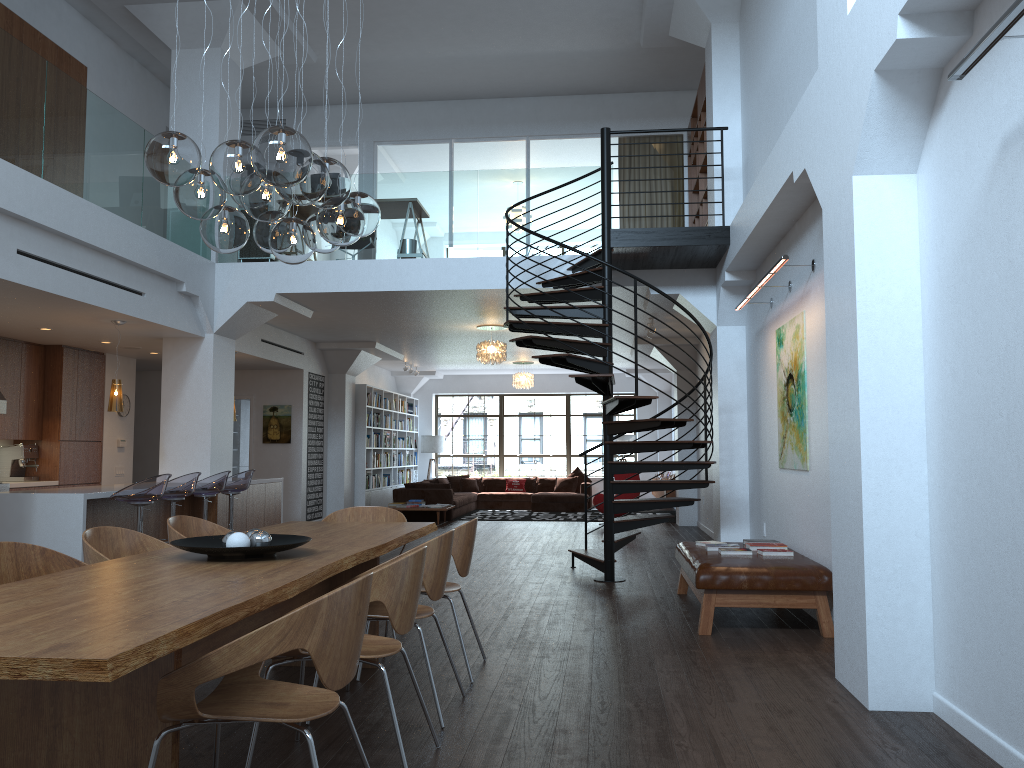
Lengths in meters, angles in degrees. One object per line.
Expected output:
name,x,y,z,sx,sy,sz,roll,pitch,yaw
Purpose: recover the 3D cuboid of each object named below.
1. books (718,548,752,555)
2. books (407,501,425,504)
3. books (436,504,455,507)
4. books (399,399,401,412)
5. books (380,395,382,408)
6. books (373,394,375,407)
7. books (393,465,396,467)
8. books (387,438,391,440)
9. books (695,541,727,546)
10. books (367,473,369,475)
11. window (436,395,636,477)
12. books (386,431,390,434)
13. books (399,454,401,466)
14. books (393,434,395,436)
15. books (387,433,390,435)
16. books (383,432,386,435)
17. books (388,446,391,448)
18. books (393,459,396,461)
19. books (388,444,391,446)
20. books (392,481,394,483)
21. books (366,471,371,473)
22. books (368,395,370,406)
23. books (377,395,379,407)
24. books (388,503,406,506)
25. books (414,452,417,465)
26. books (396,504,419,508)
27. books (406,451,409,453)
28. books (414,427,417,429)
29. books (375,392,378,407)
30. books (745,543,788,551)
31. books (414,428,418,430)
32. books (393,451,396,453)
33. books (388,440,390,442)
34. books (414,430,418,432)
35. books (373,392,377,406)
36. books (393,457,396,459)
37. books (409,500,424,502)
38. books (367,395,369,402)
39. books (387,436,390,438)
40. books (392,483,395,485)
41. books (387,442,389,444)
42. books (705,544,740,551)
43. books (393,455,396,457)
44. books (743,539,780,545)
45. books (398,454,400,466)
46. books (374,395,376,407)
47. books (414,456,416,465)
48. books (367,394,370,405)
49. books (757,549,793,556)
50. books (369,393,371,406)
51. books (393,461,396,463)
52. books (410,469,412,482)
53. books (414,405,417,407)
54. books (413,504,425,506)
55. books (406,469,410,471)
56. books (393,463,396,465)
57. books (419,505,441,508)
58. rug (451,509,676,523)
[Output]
books,1.646,1.235,6.541,0.224,0.032,0.161,0,-4,6
books,-1.672,2.066,15.456,0.279,0.035,0.191,-1,-5,16
books,-1.190,2.093,15.332,0.256,0.035,0.350,-3,-5,31
books,-2.423,0.453,18.644,0.176,0.290,0.053,0,-4,6
books,-2.588,0.339,16.924,0.182,0.255,0.077,0,-4,6
books,-2.643,0.304,16.432,0.170,0.251,0.118,0,-4,6
books,-2.499,1.659,18.036,0.246,0.038,0.171,0,-4,6
books,-2.530,1.087,17.634,0.183,0.042,0.253,0,-4,6
books,1.599,1.285,7.131,0.161,0.031,0.223,1,-5,-16
books,-2.681,1.622,15.976,0.174,0.045,0.240,0,-4,-5
window,0.530,1.211,20.638,4.648,1.905,0.114,0,-4,6
books,-2.521,0.964,17.661,0.129,0.043,0.185,-2,-5,20
books,-2.412,1.586,18.485,0.182,0.253,0.098,0,-4,6
books,-2.488,1.033,17.984,0.223,0.031,0.161,0,-4,6
books,-2.527,0.998,17.662,0.144,0.024,0.208,-1,-4,11
books,-2.556,0.966,17.253,0.174,0.045,0.240,0,-4,5
books,-2.525,1.251,17.618,0.171,0.039,0.246,0,-4,6
books,-2.490,1.542,18.058,0.231,0.044,0.168,0,-4,1
books,-2.528,1.212,17.619,0.160,0.039,0.251,-1,-4,11
books,-2.536,1.991,17.984,0.284,0.033,0.197,1,-4,-9
books,-2.675,1.584,15.956,0.223,0.027,0.161,-1,-5,15
books,-2.669,0.292,16.116,0.161,0.222,0.084,0,-4,6
books,-2.602,0.327,16.736,0.182,0.253,0.098,0,-4,6
books,-1.989,2.096,15.422,0.241,0.045,0.334,-1,-4,7
books,-2.248,1.694,20.140,0.176,0.290,0.053,0,-4,6
books,-1.779,2.072,15.057,0.236,0.035,0.340,-3,-5,31
books,-2.363,1.468,19.176,0.224,0.030,0.161,-1,-5,16
books,-2.299,0.990,20.013,0.254,0.032,0.174,-4,-6,41
books,-2.629,0.300,16.636,0.197,0.290,0.136,0,-4,6
books,1.955,1.253,6.816,0.283,0.043,0.197,0,-4,5
books,-2.301,1.024,20.015,0.284,0.033,0.197,-2,-5,21
books,-2.478,1.380,18.054,0.185,0.041,0.129,-2,-5,20
books,-2.537,1.129,17.636,0.168,0.045,0.231,0,-4,1
books,-2.301,1.058,20.013,0.284,0.035,0.197,-3,-5,36
books,-2.631,0.294,16.574,0.176,0.293,0.125,0,-4,6
books,-2.495,1.501,18.053,0.253,0.040,0.183,0,-4,6
books,-1.667,2.035,15.456,0.224,0.027,0.157,-1,-4,11
books,-2.690,0.292,16.018,0.167,0.210,0.162,0,-4,6
books,-2.535,1.051,17.644,0.161,0.033,0.223,0,-4,6
books,-2.536,2.025,17.982,0.284,0.035,0.197,0,-4,6
books,-2.552,1.172,17.620,0.180,0.042,0.259,0,-4,6
books,1.616,1.254,6.810,0.247,0.040,0.185,-1,-4,9
books,-2.488,1.466,18.062,0.223,0.032,0.161,0,-4,6
books,2.007,1.279,7.130,0.254,0.044,0.183,0,-4,1
books,-2.425,1.583,18.399,0.174,0.243,0.085,0,-4,6
books,-2.634,0.312,16.484,0.174,0.242,0.105,0,-4,6
books,-2.259,1.721,19.986,0.161,0.213,0.118,0,-4,6
books,-2.675,0.291,16.082,0.161,0.218,0.101,0,-4,6
books,1.924,1.232,6.487,0.224,0.036,0.161,0,-4,0
books,-2.668,0.283,16.191,0.170,0.251,0.118,0,-4,6
books,-2.502,1.585,18.069,0.259,0.040,0.180,0,-4,6
books,-2.304,2.037,19.677,0.176,0.290,0.053,0,-4,6
books,-2.243,0.605,20.228,0.140,0.231,0.042,0,-4,6
books,-1.667,2.101,15.449,0.312,0.037,0.216,0,-4,-4
books,-2.305,2.016,19.458,0.140,0.298,0.044,0,-4,6
books,-2.500,1.622,18.042,0.251,0.037,0.160,-1,-4,11
books,-1.380,2.067,15.007,0.231,0.040,0.342,4,-6,-44
rug,1.111,2.499,16.895,4.200,0.007,3.100,-1,-4,7
